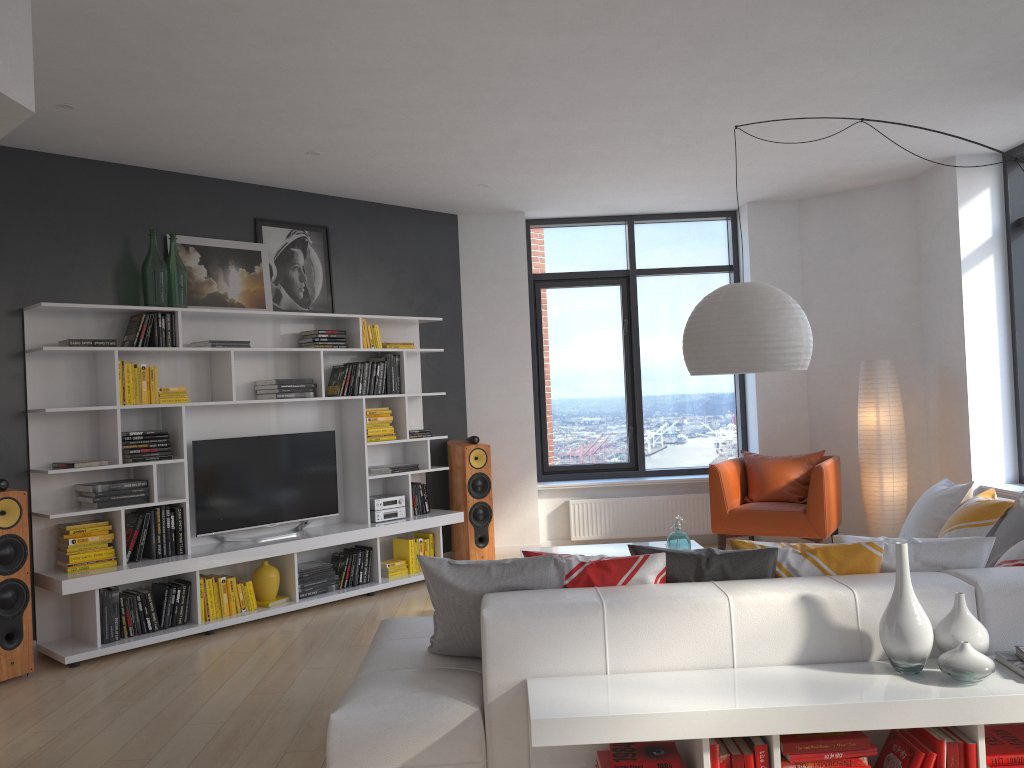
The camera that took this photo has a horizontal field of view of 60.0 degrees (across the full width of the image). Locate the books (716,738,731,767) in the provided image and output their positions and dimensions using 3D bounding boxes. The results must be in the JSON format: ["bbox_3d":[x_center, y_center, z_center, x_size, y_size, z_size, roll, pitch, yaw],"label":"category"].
[{"bbox_3d":[0.627,1.211,2.678,0.031,0.255,0.181,-3,-1,-1],"label":"books"}]

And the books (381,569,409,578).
[{"bbox_3d":[-0.907,1.437,6.747,0.147,0.033,0.190,-3,-1,44],"label":"books"}]

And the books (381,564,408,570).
[{"bbox_3d":[-0.908,1.385,6.749,0.134,0.014,0.187,-3,-1,44],"label":"books"}]

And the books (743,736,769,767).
[{"bbox_3d":[0.733,1.189,2.675,0.049,0.291,0.214,-3,-1,-1],"label":"books"}]

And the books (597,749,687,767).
[{"bbox_3d":[0.397,1.167,2.722,0.254,0.025,0.178,-3,-1,-1],"label":"books"}]

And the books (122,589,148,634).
[{"bbox_3d":[-2.277,1.374,5.357,0.193,0.255,0.066,-3,-1,44],"label":"books"}]

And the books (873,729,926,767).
[{"bbox_3d":[1.139,1.192,2.666,0.144,0.247,0.188,-3,-1,0],"label":"books"}]

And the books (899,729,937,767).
[{"bbox_3d":[1.180,1.190,2.659,0.115,0.245,0.192,-3,-1,-1],"label":"books"}]

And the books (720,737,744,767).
[{"bbox_3d":[0.661,1.208,2.679,0.034,0.259,0.207,-3,-1,-1],"label":"books"}]

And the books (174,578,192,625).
[{"bbox_3d":[-2.084,1.364,5.574,0.197,0.260,0.066,-3,-1,44],"label":"books"}]

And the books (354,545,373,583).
[{"bbox_3d":[-1.110,1.331,6.561,0.197,0.260,0.066,-3,-1,44],"label":"books"}]

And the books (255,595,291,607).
[{"bbox_3d":[-1.667,1.465,5.997,0.270,0.029,0.204,-3,-1,29],"label":"books"}]

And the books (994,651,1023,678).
[{"bbox_3d":[1.678,0.858,2.697,0.300,0.026,0.245,-3,-1,4],"label":"books"}]

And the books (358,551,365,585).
[{"bbox_3d":[-1.155,1.342,6.506,0.179,0.243,0.068,-3,-1,43],"label":"books"}]

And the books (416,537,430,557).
[{"bbox_3d":[-0.710,1.329,6.966,0.172,0.234,0.024,-3,-1,44],"label":"books"}]

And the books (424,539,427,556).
[{"bbox_3d":[-0.726,1.329,6.945,0.172,0.234,0.024,-3,-1,44],"label":"books"}]

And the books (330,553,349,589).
[{"bbox_3d":[-1.261,1.349,6.400,0.182,0.234,0.104,-3,-1,44],"label":"books"}]

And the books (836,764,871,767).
[{"bbox_3d":[0.930,1.134,2.674,0.236,0.023,0.178,-3,-1,-1],"label":"books"}]

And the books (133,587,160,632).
[{"bbox_3d":[-2.229,1.374,5.400,0.191,0.249,0.083,-3,-1,44],"label":"books"}]

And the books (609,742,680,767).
[{"bbox_3d":[0.403,1.140,2.713,0.206,0.029,0.152,-3,-1,5],"label":"books"}]

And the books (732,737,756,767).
[{"bbox_3d":[0.699,1.206,2.670,0.042,0.259,0.195,-3,-1,-1],"label":"books"}]

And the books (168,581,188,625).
[{"bbox_3d":[-2.107,1.370,5.549,0.191,0.249,0.084,-3,-1,44],"label":"books"}]

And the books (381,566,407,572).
[{"bbox_3d":[-0.901,1.400,6.733,0.169,0.018,0.113,-2,-1,-44],"label":"books"}]

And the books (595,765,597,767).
[{"bbox_3d":[0.397,1.220,2.735,0.261,0.028,0.191,-3,-1,-1],"label":"books"}]

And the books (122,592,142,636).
[{"bbox_3d":[-2.289,1.380,5.329,0.169,0.242,0.050,-3,-1,44],"label":"books"}]

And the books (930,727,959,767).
[{"bbox_3d":[1.280,1.175,2.677,0.038,0.270,0.215,-3,-1,-1],"label":"books"}]

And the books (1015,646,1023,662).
[{"bbox_3d":[1.676,0.831,2.672,0.238,0.027,0.188,-3,-1,13],"label":"books"}]

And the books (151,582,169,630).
[{"bbox_3d":[-2.187,1.368,5.473,0.197,0.260,0.066,-3,-1,44],"label":"books"}]

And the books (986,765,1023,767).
[{"bbox_3d":[1.548,1.143,2.702,0.279,0.039,0.206,-3,-1,-2],"label":"books"}]

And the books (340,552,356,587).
[{"bbox_3d":[-1.209,1.348,6.440,0.169,0.233,0.081,-3,-1,43],"label":"books"}]

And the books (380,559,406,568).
[{"bbox_3d":[-0.921,1.365,6.755,0.138,0.026,0.186,-3,-1,44],"label":"books"}]

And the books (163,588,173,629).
[{"bbox_3d":[-2.151,1.377,5.468,0.069,0.242,0.172,-2,-1,-45],"label":"books"}]

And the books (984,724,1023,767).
[{"bbox_3d":[1.540,1.109,2.726,0.301,0.032,0.227,-3,-1,-1],"label":"books"}]

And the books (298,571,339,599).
[{"bbox_3d":[-1.439,1.403,6.257,0.277,0.137,0.343,-3,-1,39],"label":"books"}]

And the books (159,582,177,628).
[{"bbox_3d":[-2.153,1.370,5.504,0.192,0.254,0.075,-3,-1,43],"label":"books"}]

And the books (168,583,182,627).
[{"bbox_3d":[-2.125,1.373,5.513,0.179,0.243,0.071,-3,-1,43],"label":"books"}]

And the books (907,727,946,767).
[{"bbox_3d":[1.242,1.172,2.660,0.046,0.282,0.199,-3,-1,-1],"label":"books"}]

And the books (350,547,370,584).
[{"bbox_3d":[-1.133,1.337,6.536,0.191,0.249,0.084,-3,-1,44],"label":"books"}]

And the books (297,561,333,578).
[{"bbox_3d":[-1.463,1.312,6.269,0.250,0.047,0.310,-3,-1,40],"label":"books"}]

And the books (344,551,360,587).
[{"bbox_3d":[-1.176,1.343,6.456,0.069,0.242,0.172,-2,-1,-45],"label":"books"}]

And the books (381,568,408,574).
[{"bbox_3d":[-0.911,1.414,6.751,0.148,0.011,0.196,-3,-1,44],"label":"books"}]

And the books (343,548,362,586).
[{"bbox_3d":[-1.179,1.336,6.491,0.192,0.254,0.075,-3,-1,43],"label":"books"}]

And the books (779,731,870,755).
[{"bbox_3d":[0.909,1.057,2.684,0.259,0.034,0.206,-3,-1,-4],"label":"books"}]

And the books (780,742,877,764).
[{"bbox_3d":[0.928,1.085,2.676,0.266,0.026,0.187,-3,-1,-6],"label":"books"}]

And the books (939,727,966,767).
[{"bbox_3d":[1.311,1.177,2.668,0.028,0.266,0.188,-3,-1,-1],"label":"books"}]

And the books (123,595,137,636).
[{"bbox_3d":[-2.310,1.384,5.318,0.170,0.236,0.049,-3,-1,45],"label":"books"}]

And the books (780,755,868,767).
[{"bbox_3d":[0.910,1.112,2.682,0.257,0.025,0.182,-3,-1,-1],"label":"books"}]

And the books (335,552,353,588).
[{"bbox_3d":[-1.241,1.349,6.428,0.187,0.234,0.096,-3,-1,45],"label":"books"}]

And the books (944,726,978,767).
[{"bbox_3d":[1.338,1.173,2.653,0.028,0.269,0.181,-3,-1,-1],"label":"books"}]

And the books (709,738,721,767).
[{"bbox_3d":[0.592,1.195,2.675,0.036,0.294,0.208,-3,-1,-1],"label":"books"}]

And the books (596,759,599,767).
[{"bbox_3d":[0.399,1.193,2.718,0.269,0.028,0.179,-3,-1,1],"label":"books"}]
